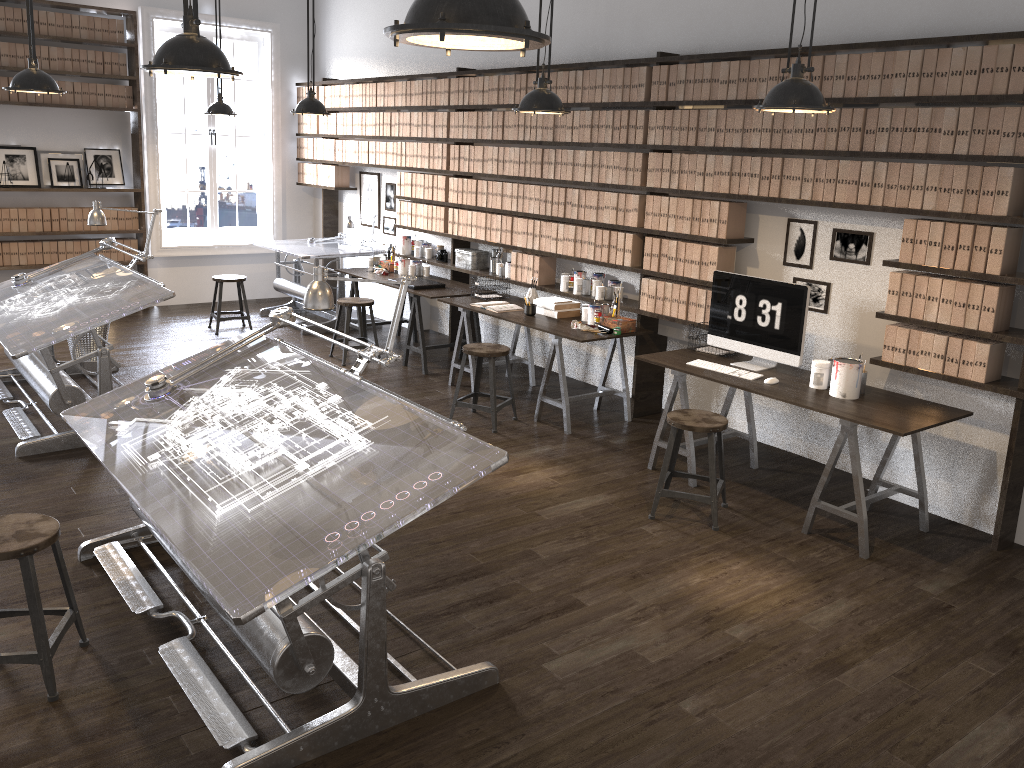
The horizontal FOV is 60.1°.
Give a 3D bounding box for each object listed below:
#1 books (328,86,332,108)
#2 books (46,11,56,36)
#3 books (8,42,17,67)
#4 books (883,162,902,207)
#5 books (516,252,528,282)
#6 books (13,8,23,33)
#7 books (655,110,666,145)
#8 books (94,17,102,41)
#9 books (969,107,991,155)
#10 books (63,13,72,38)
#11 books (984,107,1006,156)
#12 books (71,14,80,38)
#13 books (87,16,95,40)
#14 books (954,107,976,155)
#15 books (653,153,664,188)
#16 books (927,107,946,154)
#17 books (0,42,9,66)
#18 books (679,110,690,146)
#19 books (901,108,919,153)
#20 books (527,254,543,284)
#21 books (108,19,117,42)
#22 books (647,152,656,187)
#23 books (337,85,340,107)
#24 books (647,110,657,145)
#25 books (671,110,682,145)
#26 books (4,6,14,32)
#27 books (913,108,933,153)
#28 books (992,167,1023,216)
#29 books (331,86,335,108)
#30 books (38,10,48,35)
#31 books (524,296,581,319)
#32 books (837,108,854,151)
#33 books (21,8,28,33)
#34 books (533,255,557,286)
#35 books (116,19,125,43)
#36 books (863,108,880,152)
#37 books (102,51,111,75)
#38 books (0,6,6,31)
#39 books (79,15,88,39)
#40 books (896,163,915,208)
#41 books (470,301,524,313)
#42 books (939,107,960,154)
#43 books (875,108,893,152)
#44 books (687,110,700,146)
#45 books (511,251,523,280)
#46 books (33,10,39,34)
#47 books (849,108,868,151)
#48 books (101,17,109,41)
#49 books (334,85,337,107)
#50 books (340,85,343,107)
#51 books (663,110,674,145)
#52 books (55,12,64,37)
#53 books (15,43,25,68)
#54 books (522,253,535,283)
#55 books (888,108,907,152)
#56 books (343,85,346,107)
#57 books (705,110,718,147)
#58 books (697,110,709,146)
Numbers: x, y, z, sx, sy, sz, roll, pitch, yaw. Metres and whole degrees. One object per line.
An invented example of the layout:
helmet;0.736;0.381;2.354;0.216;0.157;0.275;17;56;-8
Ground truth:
books;-1.852;-3.031;9.365;0.175;0.223;0.067;-8;16;-37
books;-4.439;-3.450;8.504;0.067;0.223;0.176;-7;16;-37
books;-4.732;-3.099;8.359;0.067;0.223;0.176;-7;16;-37
books;2.010;-1.029;4.579;0.175;0.223;0.067;-8;16;-37
books;0.126;-0.938;7.084;0.175;0.223;0.067;-8;16;-37
books;-4.664;-3.415;8.335;0.067;0.223;0.176;-7;16;-37
books;1.023;-1.665;5.772;0.175;0.223;0.067;-8;16;-37
books;-4.111;-3.501;8.750;0.067;0.223;0.176;-7;16;-37
books;2.263;-1.197;4.214;0.175;0.223;0.067;-8;16;-37
books;-4.329;-3.468;8.590;0.067;0.223;0.176;-7;16;-37
books;2.307;-1.181;4.162;0.175;0.223;0.067;-8;16;-37
books;-4.271;-3.476;8.629;0.067;0.223;0.176;-7;16;-37
books;-4.166;-3.494;8.714;0.067;0.223;0.176;-7;16;-37
books;2.217;-1.212;4.266;0.175;0.223;0.067;-8;16;-37
books;1.019;-1.402;5.818;0.175;0.223;0.067;-8;16;-37
books;2.137;-1.244;4.372;0.175;0.223;0.067;-8;16;-37
books;-4.781;-3.090;8.320;0.067;0.223;0.176;-7;16;-37
books;1.151;-1.620;5.621;0.175;0.223;0.067;-8;16;-37
books;2.056;-1.275;4.476;0.175;0.223;0.067;-8;16;-37
books;0.209;-0.905;6.972;0.175;0.223;0.067;-8;16;-37
books;-4.005;-3.520;8.838;0.067;0.223;0.176;-7;16;-37
books;0.984;-1.418;5.869;0.175;0.223;0.067;-8;16;-37
books;-1.726;-2.982;9.203;0.175;0.223;0.067;-8;16;-37
books;0.981;-1.682;5.830;0.175;0.223;0.067;-8;16;-37
books;1.109;-1.634;5.670;0.175;0.223;0.067;-8;16;-37
books;-4.720;-3.407;8.294;0.067;0.223;0.176;-7;16;-37
books;2.093;-1.259;4.421;0.175;0.223;0.067;-8;16;-37
books;2.342;-0.901;4.151;0.175;0.223;0.067;-8;16;-37
books;-1.806;-3.015;9.313;0.175;0.223;0.067;-8;16;-37
books;-4.494;-3.440;8.458;0.067;0.223;0.176;-7;16;-37
books;0.274;-0.569;6.405;0.386;0.146;0.297;-9;18;-37
books;1.836;-1.359;4.755;0.175;0.223;0.067;-8;16;-37
books;-4.604;-3.424;8.379;0.067;0.223;0.176;-7;16;-37
books;0.256;-0.889;6.920;0.175;0.223;0.067;-8;16;-37
books;-3.946;-3.528;8.878;0.067;0.223;0.176;-7;16;-37
books;1.927;-1.325;4.641;0.175;0.223;0.067;-8;16;-37
books;-4.070;-3.203;8.860;0.067;0.223;0.176;-7;16;-37
books;-4.773;-3.397;8.249;0.067;0.223;0.176;-7;16;-37
books;-4.215;-3.486;8.674;0.067;0.223;0.176;-7;16;-37
books;2.051;-1.013;4.524;0.175;0.223;0.067;-8;16;-37
books;-0.110;-0.585;6.615;0.257;0.029;0.357;-9;19;-36
books;2.174;-1.229;4.323;0.175;0.223;0.067;-8;16;-37
books;1.967;-1.308;4.583;0.175;0.223;0.067;-8;16;-37
books;1.191;-1.602;5.561;0.175;0.223;0.067;-8;16;-37
books;0.080;-0.953;7.132;0.175;0.223;0.067;-8;16;-37
books;-4.551;-3.431;8.414;0.067;0.223;0.176;-7;16;-37
books;1.877;-1.341;4.695;0.175;0.223;0.067;-8;16;-37
books;-4.061;-3.511;8.796;0.067;0.223;0.176;-7;16;-37
books;-1.763;-2.998;9.258;0.175;0.223;0.067;-8;16;-37
books;-1.682;-2.967;9.154;0.175;0.223;0.067;-8;16;-37
books;1.067;-1.648;5.716;0.175;0.223;0.067;-8;16;-37
books;-4.386;-3.460;8.549;0.067;0.223;0.176;-7;16;-37
books;-4.677;-3.106;8.396;0.067;0.223;0.176;-7;16;-37
books;0.169;-0.922;7.029;0.175;0.223;0.067;-8;16;-37
books;2.013;-1.292;4.531;0.175;0.223;0.067;-8;16;-37
books;-1.645;-2.952;9.105;0.175;0.223;0.067;-8;16;-37
books;1.281;-1.568;5.449;0.175;0.223;0.067;-8;16;-37
books;1.242;-1.585;5.507;0.175;0.223;0.067;-8;16;-37
